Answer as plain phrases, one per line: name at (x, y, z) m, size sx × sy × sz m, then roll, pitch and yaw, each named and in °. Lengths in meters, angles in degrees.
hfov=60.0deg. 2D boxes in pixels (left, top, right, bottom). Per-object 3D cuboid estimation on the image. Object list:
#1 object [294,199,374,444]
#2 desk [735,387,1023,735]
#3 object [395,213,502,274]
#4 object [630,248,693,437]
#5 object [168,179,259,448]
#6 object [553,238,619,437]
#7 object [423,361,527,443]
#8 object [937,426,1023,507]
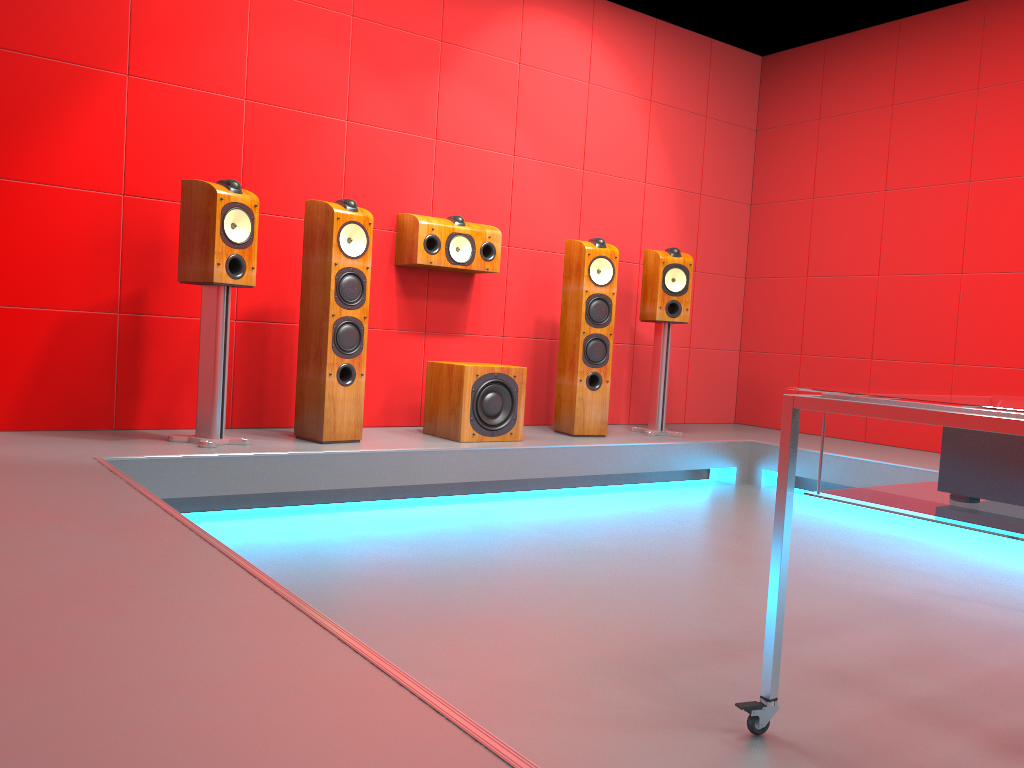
object at (-0.778, -0.277, 3.879) m, size 0.238 × 1.052 × 0.203 m, roll 6°, pitch 4°, yaw 44°
desk at (1.276, 0.384, 1.959) m, size 1.617 × 0.690 × 0.594 m, roll 1°, pitch 4°, yaw -36°
object at (-0.321, -0.727, 4.559) m, size 0.493 × 0.271 × 0.235 m, roll 1°, pitch 4°, yaw -36°
object at (0.857, -0.242, 5.055) m, size 0.231 × 1.058 × 0.265 m, roll 3°, pitch 3°, yaw -16°
object at (-1.197, -0.289, 3.576) m, size 0.265 × 1.058 × 0.231 m, roll 6°, pitch 4°, yaw 34°
object at (0.398, -0.251, 4.752) m, size 0.203 × 1.052 × 0.238 m, roll 2°, pitch 3°, yaw -26°
object at (-0.181, 0.083, 4.338) m, size 0.360 × 0.360 × 0.360 m, roll 1°, pitch 4°, yaw -36°
object at (1.146, 0.172, 1.765) m, size 0.431 × 0.158 × 0.371 m, roll 1°, pitch 4°, yaw -36°
